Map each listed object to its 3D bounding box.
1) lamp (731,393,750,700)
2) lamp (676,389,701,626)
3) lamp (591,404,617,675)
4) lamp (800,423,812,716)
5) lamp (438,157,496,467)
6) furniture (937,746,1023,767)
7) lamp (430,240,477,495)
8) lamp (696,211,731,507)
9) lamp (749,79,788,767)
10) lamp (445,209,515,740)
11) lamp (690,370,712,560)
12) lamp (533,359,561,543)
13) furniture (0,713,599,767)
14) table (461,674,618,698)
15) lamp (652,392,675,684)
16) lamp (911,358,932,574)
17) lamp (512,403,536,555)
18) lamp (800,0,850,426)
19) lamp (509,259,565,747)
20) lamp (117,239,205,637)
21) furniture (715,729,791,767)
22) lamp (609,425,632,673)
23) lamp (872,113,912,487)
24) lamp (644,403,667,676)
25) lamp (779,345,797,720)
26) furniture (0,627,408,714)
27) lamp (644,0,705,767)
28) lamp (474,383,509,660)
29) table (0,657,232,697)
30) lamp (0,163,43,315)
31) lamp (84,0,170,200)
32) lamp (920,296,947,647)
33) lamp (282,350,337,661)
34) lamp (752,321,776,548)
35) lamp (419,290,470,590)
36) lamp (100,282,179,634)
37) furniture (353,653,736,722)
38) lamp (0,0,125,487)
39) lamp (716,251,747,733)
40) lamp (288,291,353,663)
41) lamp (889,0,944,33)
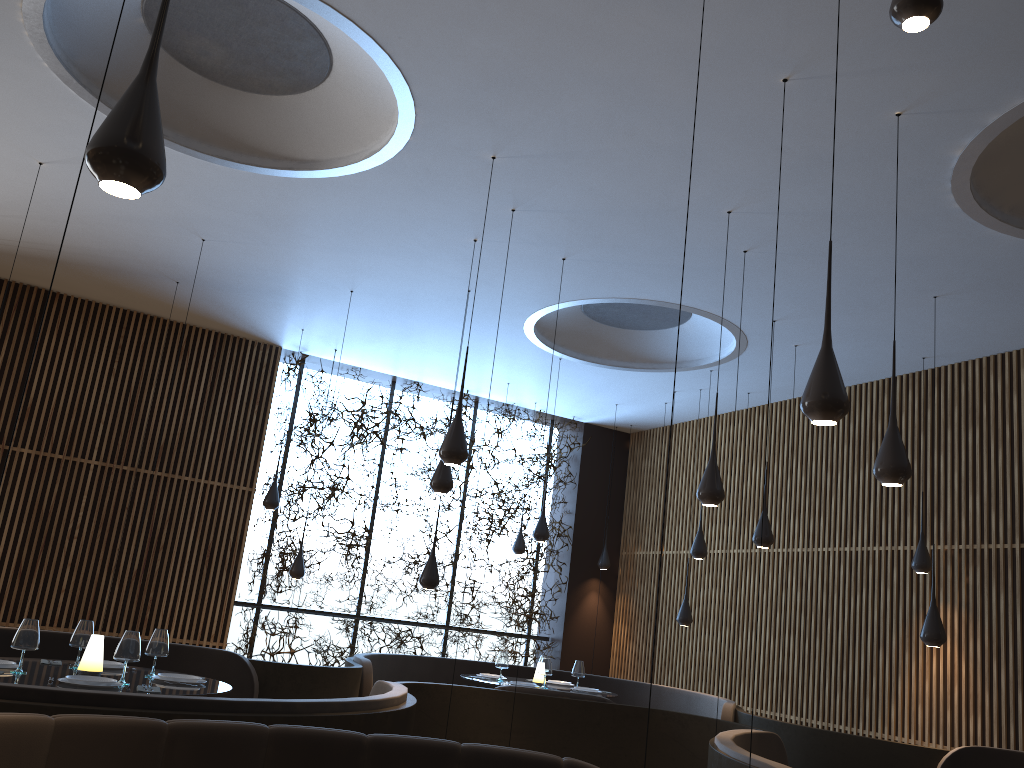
[{"bbox_3d":[2.637,3.125,10.517,0.196,6.238,0.197,10,-14,-11],"label":"lamp"},{"bbox_3d":[2.245,1.492,11.017,0.196,2.943,0.196,19,-18,-40],"label":"lamp"},{"bbox_3d":[1.118,3.303,11.861,0.196,6.238,0.197,7,-14,-2],"label":"lamp"},{"bbox_3d":[3.217,3.005,9.814,0.196,6.238,0.197,7,-14,-2],"label":"lamp"},{"bbox_3d":[-0.261,-0.539,6.031,0.196,2.210,0.197,5,-14,8],"label":"lamp"},{"bbox_3d":[3.950,2.730,4.538,1.980,1.041,3.960,6,-15,5],"label":"furniture"},{"bbox_3d":[-0.450,-0.178,7.439,0.196,2.210,0.197,5,-14,8],"label":"lamp"},{"bbox_3d":[1.501,-0.224,6.402,0.196,2.210,0.197,5,-14,8],"label":"lamp"},{"bbox_3d":[1.190,1.276,4.323,0.196,6.238,0.197,5,-14,8],"label":"lamp"},{"bbox_3d":[-0.359,1.627,6.318,0.196,6.238,0.197,5,-14,8],"label":"lamp"},{"bbox_3d":[2.236,0.910,10.272,0.196,2.210,0.196,19,-18,-40],"label":"lamp"},{"bbox_3d":[0.457,0.761,10.523,0.196,2.210,0.196,19,-18,-40],"label":"lamp"},{"bbox_3d":[-0.709,1.556,2.450,2.536,1.054,0.935,13,-15,-21],"label":"furniture"},{"bbox_3d":[0.226,3.682,9.282,1.672,1.018,1.683,1,-16,23],"label":"table"},{"bbox_3d":[1.764,3.111,10.861,0.196,6.238,0.197,10,-14,-11],"label":"lamp"},{"bbox_3d":[4.162,0.795,8.981,0.196,2.210,0.196,19,-18,-40],"label":"lamp"},{"bbox_3d":[0.218,1.346,12.795,0.196,2.210,0.197,7,-14,-2],"label":"lamp"},{"bbox_3d":[1.413,-0.906,3.905,0.196,2.210,0.197,5,-14,8],"label":"lamp"},{"bbox_3d":[0.091,1.901,7.132,0.196,6.238,0.197,5,-14,8],"label":"lamp"},{"bbox_3d":[-3.301,1.640,7.691,0.196,6.238,0.197,3,-14,18],"label":"lamp"},{"bbox_3d":[1.563,2.597,4.974,0.900,1.041,2.548,3,-15,14],"label":"furniture"},{"bbox_3d":[1.477,3.650,12.984,0.196,6.238,0.197,7,-14,-2],"label":"lamp"},{"bbox_3d":[2.155,-0.528,4.985,0.196,2.210,0.197,5,-14,8],"label":"lamp"},{"bbox_3d":[1.750,3.272,11.461,0.196,6.238,0.196,19,-18,-40],"label":"lamp"},{"bbox_3d":[2.623,2.606,8.604,0.196,6.238,0.197,10,-14,-11],"label":"lamp"},{"bbox_3d":[-2.655,2.168,5.227,3.884,1.111,3.810,-5,-19,37],"label":"furniture"},{"bbox_3d":[0.595,1.031,3.683,0.196,6.238,0.197,5,-14,8],"label":"lamp"},{"bbox_3d":[-0.417,3.004,11.446,0.196,6.238,0.197,7,-14,-2],"label":"lamp"},{"bbox_3d":[-2.607,2.241,5.219,1.674,1.018,1.680,11,-15,-16],"label":"table"},{"bbox_3d":[-3.977,-0.732,6.974,0.196,2.210,0.196,15,-16,-31],"label":"lamp"},{"bbox_3d":[-0.869,-1.561,2.521,0.196,2.210,0.197,3,-14,18],"label":"lamp"},{"bbox_3d":[3.511,0.661,7.371,0.196,2.943,0.196,19,-18,-40],"label":"lamp"},{"bbox_3d":[-2.669,2.569,10.850,0.196,6.238,0.197,7,-14,-2],"label":"lamp"},{"bbox_3d":[2.451,0.448,8.463,0.196,2.210,0.196,19,-18,-40],"label":"lamp"},{"bbox_3d":[-0.603,0.483,8.564,0.196,2.943,0.196,15,-16,-31],"label":"lamp"},{"bbox_3d":[-4.029,1.898,8.974,0.196,6.238,0.197,-4,-17,37],"label":"lamp"},{"bbox_3d":[0.283,3.533,9.056,3.887,1.041,3.811,-5,-19,38],"label":"furniture"},{"bbox_3d":[-1.790,0.558,3.005,0.196,6.238,0.197,5,-14,8],"label":"lamp"},{"bbox_3d":[1.548,1.921,6.550,0.196,6.238,0.197,10,-14,-11],"label":"lamp"},{"bbox_3d":[-2.054,2.036,8.596,0.196,6.238,0.197,3,-14,18],"label":"lamp"},{"bbox_3d":[1.166,-1.682,2.541,0.133,1.499,0.133,15,-16,-31],"label":"lamp"}]
